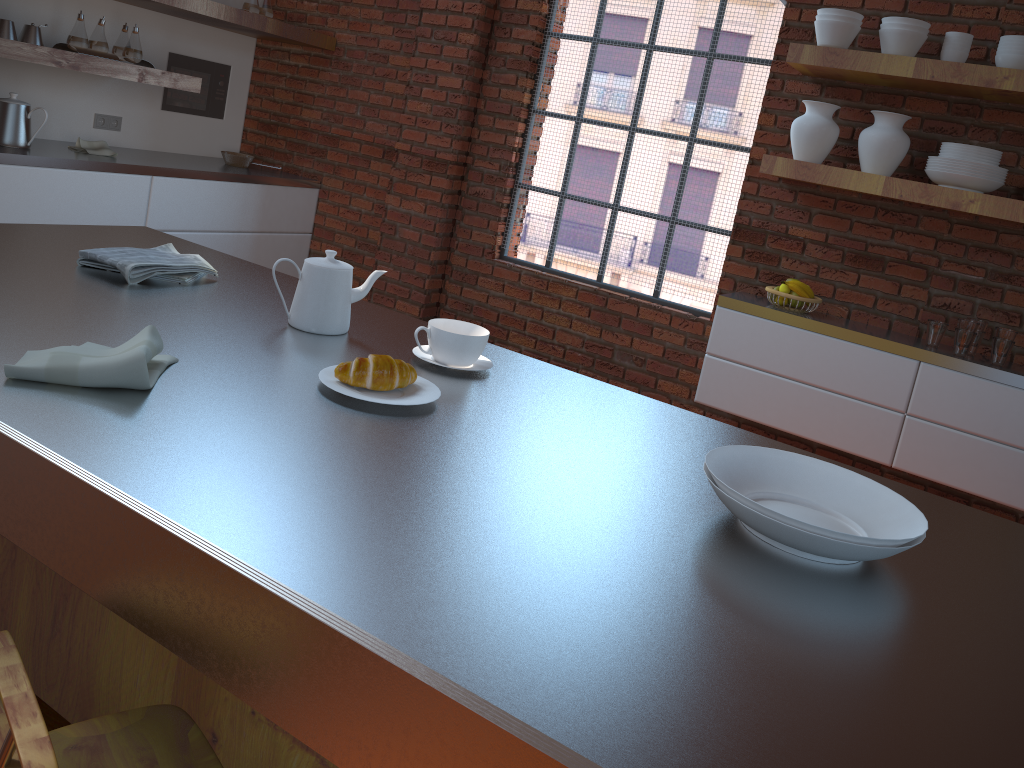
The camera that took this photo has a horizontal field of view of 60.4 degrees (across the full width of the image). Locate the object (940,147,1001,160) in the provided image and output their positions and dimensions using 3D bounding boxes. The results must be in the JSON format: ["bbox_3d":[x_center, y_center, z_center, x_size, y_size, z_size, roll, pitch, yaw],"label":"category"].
[{"bbox_3d":[1.745,-0.856,3.363,0.216,0.054,0.216,17,16,19],"label":"object"}]

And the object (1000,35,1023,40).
[{"bbox_3d":[1.896,-1.245,3.266,0.167,0.060,0.167,17,16,22],"label":"object"}]

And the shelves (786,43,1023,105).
[{"bbox_3d":[1.845,-1.130,3.328,1.560,0.075,0.340,20,17,28],"label":"shelves"}]

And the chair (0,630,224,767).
[{"bbox_3d":[-0.438,0.635,0.947,0.337,0.737,0.346,3,13,-41],"label":"chair"}]

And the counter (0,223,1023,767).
[{"bbox_3d":[0.026,0.170,1.243,3.193,0.127,1.032,20,17,28],"label":"counter"}]

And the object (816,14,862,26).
[{"bbox_3d":[1.300,-1.411,3.532,0.179,0.102,0.186,5,15,-25],"label":"object"}]

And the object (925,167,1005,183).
[{"bbox_3d":[1.729,-0.778,3.375,0.283,0.054,0.287,14,15,11],"label":"object"}]

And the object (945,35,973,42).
[{"bbox_3d":[1.713,-1.302,3.390,0.098,0.060,0.101,6,15,-21],"label":"object"}]

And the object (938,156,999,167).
[{"bbox_3d":[1.739,-0.825,3.368,0.216,0.054,0.216,17,16,19],"label":"object"}]

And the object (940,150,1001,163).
[{"bbox_3d":[1.743,-0.846,3.364,0.216,0.054,0.216,17,16,19],"label":"object"}]

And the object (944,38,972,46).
[{"bbox_3d":[1.711,-1.290,3.392,0.098,0.060,0.101,6,15,-21],"label":"object"}]

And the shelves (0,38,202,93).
[{"bbox_3d":[-2.117,-1.535,4.152,0.665,0.075,1.074,19,17,27],"label":"shelves"}]

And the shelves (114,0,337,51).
[{"bbox_3d":[-1.813,-1.962,4.489,0.664,0.075,1.993,19,17,27],"label":"shelves"}]

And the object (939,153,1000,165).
[{"bbox_3d":[1.741,-0.835,3.366,0.216,0.054,0.216,17,16,19],"label":"object"}]

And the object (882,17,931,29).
[{"bbox_3d":[1.528,-1.363,3.441,0.179,0.102,0.186,5,15,-25],"label":"object"}]

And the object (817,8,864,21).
[{"bbox_3d":[1.304,-1.432,3.528,0.179,0.102,0.186,5,15,-25],"label":"object"}]

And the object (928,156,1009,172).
[{"bbox_3d":[1.737,-0.817,3.369,0.283,0.054,0.287,14,15,11],"label":"object"}]

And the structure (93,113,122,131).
[{"bbox_3d":[-2.206,-1.425,4.791,0.033,0.078,0.161,17,15,27],"label":"structure"}]

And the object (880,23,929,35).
[{"bbox_3d":[1.524,-1.341,3.445,0.179,0.102,0.186,5,15,-25],"label":"object"}]

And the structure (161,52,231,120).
[{"bbox_3d":[-1.869,-1.763,5.229,0.013,0.328,0.460,16,14,27],"label":"structure"}]

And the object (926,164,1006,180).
[{"bbox_3d":[1.731,-0.789,3.373,0.283,0.054,0.287,14,15,11],"label":"object"}]

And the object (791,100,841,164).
[{"bbox_3d":[1.256,-1.040,3.658,0.191,0.245,0.197,7,12,-22],"label":"object"}]

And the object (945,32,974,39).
[{"bbox_3d":[1.716,-1.314,3.388,0.098,0.060,0.101,6,15,-21],"label":"object"}]

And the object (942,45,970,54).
[{"bbox_3d":[1.706,-1.265,3.396,0.098,0.060,0.101,6,15,-21],"label":"object"}]

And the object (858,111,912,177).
[{"bbox_3d":[1.487,-0.956,3.525,0.192,0.245,0.196,12,11,0],"label":"object"}]

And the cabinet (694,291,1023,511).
[{"bbox_3d":[1.597,0.073,3.514,1.648,0.466,0.339,20,13,28],"label":"cabinet"}]

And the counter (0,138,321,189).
[{"bbox_3d":[-1.949,-1.167,4.600,0.725,0.043,2.000,19,17,27],"label":"counter"}]

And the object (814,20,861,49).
[{"bbox_3d":[1.295,-1.390,3.535,0.179,0.102,0.186,5,15,-25],"label":"object"}]

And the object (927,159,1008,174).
[{"bbox_3d":[1.735,-0.807,3.370,0.283,0.054,0.287,14,15,11],"label":"object"}]

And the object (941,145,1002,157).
[{"bbox_3d":[1.747,-0.865,3.362,0.216,0.054,0.216,17,16,19],"label":"object"}]

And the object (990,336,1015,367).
[{"bbox_3d":[1.832,-0.119,3.302,0.079,0.102,0.077,21,14,40],"label":"object"}]

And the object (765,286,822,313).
[{"bbox_3d":[1.190,-0.352,3.738,0.234,0.070,0.242,8,15,-14],"label":"object"}]

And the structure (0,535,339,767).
[{"bbox_3d":[-0.060,0.601,1.318,3.169,0.751,1.030,20,15,28],"label":"structure"}]

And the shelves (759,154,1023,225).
[{"bbox_3d":[1.756,-0.699,3.395,1.560,0.075,0.340,20,17,28],"label":"shelves"}]

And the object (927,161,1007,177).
[{"bbox_3d":[1.733,-0.799,3.372,0.283,0.054,0.287,14,15,11],"label":"object"}]

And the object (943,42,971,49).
[{"bbox_3d":[1.708,-1.277,3.394,0.098,0.060,0.101,6,15,-21],"label":"object"}]

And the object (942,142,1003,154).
[{"bbox_3d":[1.749,-0.875,3.360,0.216,0.054,0.216,17,16,19],"label":"object"}]

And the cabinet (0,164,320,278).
[{"bbox_3d":[-2.035,-0.756,4.664,0.722,0.801,2.000,18,15,27],"label":"cabinet"}]

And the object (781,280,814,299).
[{"bbox_3d":[1.213,-0.388,3.685,0.183,0.083,0.068,5,13,-23],"label":"object"}]

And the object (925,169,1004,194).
[{"bbox_3d":[1.727,-0.768,3.376,0.283,0.054,0.287,14,15,11],"label":"object"}]

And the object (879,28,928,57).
[{"bbox_3d":[1.519,-1.321,3.448,0.179,0.102,0.186,5,15,-25],"label":"object"}]

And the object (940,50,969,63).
[{"bbox_3d":[1.702,-1.249,3.398,0.098,0.060,0.101,6,15,-21],"label":"object"}]
